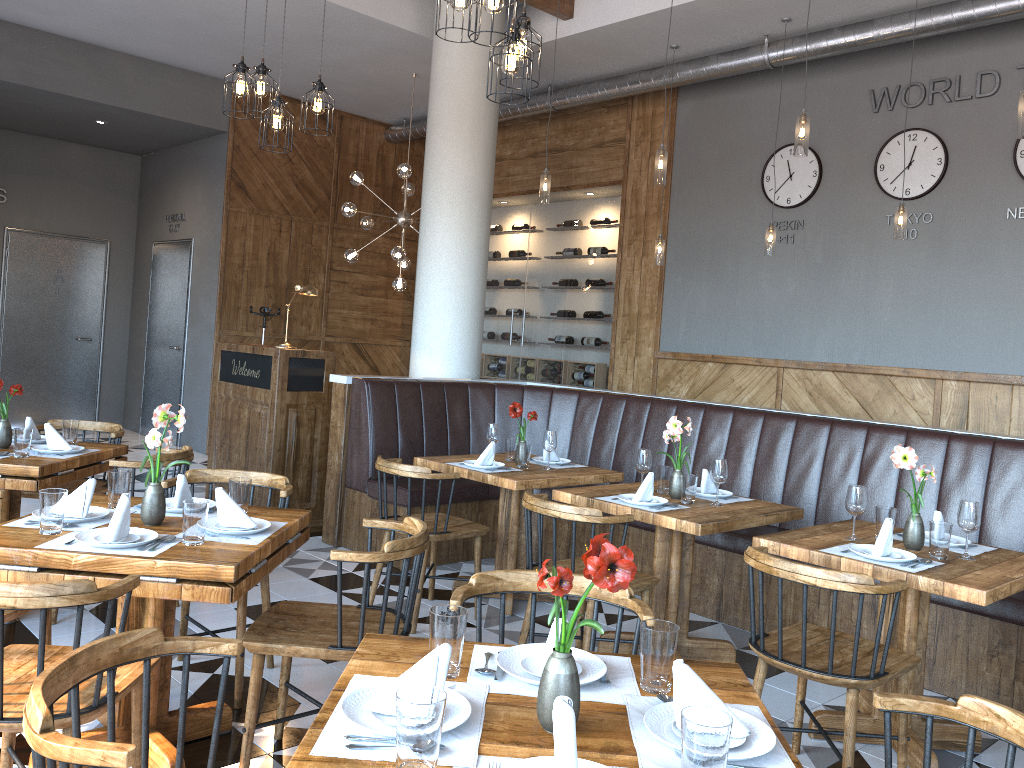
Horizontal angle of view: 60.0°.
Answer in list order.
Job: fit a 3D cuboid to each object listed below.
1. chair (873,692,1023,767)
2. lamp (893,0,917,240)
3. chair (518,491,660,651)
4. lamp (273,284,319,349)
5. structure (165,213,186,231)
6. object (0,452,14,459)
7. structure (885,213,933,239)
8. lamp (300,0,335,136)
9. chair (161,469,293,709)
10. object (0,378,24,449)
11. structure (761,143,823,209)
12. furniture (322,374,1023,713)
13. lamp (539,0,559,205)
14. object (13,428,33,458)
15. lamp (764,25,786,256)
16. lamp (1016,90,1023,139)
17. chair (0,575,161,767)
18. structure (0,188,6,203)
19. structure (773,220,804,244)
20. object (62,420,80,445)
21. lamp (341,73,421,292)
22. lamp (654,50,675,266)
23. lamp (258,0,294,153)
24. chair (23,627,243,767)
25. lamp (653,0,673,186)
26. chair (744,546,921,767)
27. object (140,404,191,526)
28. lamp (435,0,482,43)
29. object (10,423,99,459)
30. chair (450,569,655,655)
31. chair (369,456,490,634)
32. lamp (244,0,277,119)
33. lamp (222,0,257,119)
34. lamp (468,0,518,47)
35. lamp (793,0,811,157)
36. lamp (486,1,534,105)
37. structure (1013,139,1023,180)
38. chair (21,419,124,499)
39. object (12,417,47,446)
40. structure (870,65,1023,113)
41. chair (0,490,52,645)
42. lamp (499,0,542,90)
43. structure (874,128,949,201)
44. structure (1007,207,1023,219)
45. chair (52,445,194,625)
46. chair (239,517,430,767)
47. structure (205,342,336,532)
[{"bbox_3d":[0.697,1.020,1.566,0.550,0.817,0.520,4,1,2],"label":"chair"},{"bbox_3d":[2.724,-1.969,6.068,0.078,1.964,0.078,4,0,-9],"label":"lamp"},{"bbox_3d":[0.303,0.890,3.805,0.549,0.817,0.520,3,1,-43],"label":"chair"},{"bbox_3d":[-1.578,-0.361,6.445,0.170,0.756,0.445,4,1,22],"label":"lamp"},{"bbox_3d":[-4.008,-1.923,10.547,0.025,0.197,0.566,4,2,-43],"label":"structure"},{"bbox_3d":[-2.485,0.255,4.051,0.352,0.137,0.272,4,2,2],"label":"object"},{"bbox_3d":[3.102,-1.232,6.938,0.021,0.199,0.369,4,2,-43],"label":"structure"},{"bbox_3d":[-1.068,-2.495,5.155,0.175,2.070,0.175,4,0,-33],"label":"lamp"},{"bbox_3d":[-1.197,0.793,3.584,0.519,0.817,0.550,4,1,2],"label":"chair"},{"bbox_3d":[-2.505,0.132,4.325,0.171,0.355,0.156,4,1,4],"label":"object"},{"bbox_3d":[2.421,-1.802,7.681,0.046,0.560,0.561,4,1,-43],"label":"structure"},{"bbox_3d":[1.657,0.796,4.338,1.915,1.150,6.600,2,3,-43],"label":"furniture"},{"bbox_3d":[0.304,-2.299,6.512,0.078,1.964,0.078,4,0,-11],"label":"lamp"},{"bbox_3d":[-2.262,0.272,4.092,0.080,0.132,0.080,4,1,-28],"label":"object"},{"bbox_3d":[2.042,-1.965,6.788,0.078,1.964,0.078,4,0,33],"label":"lamp"},{"bbox_3d":[2.497,-2.146,4.184,0.078,1.964,0.078,4,0,-25],"label":"lamp"},{"bbox_3d":[-1.237,0.849,2.295,0.519,0.817,0.550,4,1,2],"label":"chair"},{"bbox_3d":[-6.274,-2.213,10.098,0.915,0.166,0.035,2,2,-43],"label":"structure"},{"bbox_3d":[2.387,-1.317,7.699,0.021,0.197,0.306,4,1,-43],"label":"structure"},{"bbox_3d":[-2.261,0.252,4.533,0.080,0.132,0.080,4,1,-18],"label":"object"},{"bbox_3d":[-1.054,-2.015,8.872,1.187,2.192,1.161,4,1,8],"label":"lamp"},{"bbox_3d":[1.320,-1.992,7.553,0.078,1.964,0.078,4,0,-11],"label":"lamp"},{"bbox_3d":[-1.285,-2.376,5.080,0.175,2.070,0.175,4,0,0],"label":"lamp"},{"bbox_3d":[-0.589,0.926,1.605,0.550,0.817,0.520,4,1,2],"label":"chair"},{"bbox_3d":[1.026,-2.271,5.746,0.078,1.964,0.078,4,0,33],"label":"lamp"},{"bbox_3d":[1.056,0.980,3.003,0.549,0.817,0.520,3,1,-43],"label":"chair"},{"bbox_3d":[-1.159,0.268,2.953,0.146,0.400,0.207,4,1,-32],"label":"object"},{"bbox_3d":[-0.151,-2.461,3.633,0.175,2.070,0.175,4,0,30],"label":"lamp"},{"bbox_3d":[-2.211,0.263,4.313,0.272,0.137,0.352,4,2,2],"label":"object"},{"bbox_3d":[0.074,0.945,2.230,0.519,0.817,0.550,4,1,2],"label":"chair"},{"bbox_3d":[-0.450,0.800,4.608,0.549,0.817,0.520,3,1,-43],"label":"chair"},{"bbox_3d":[-1.426,-2.625,5.249,0.175,2.070,0.175,4,0,0],"label":"lamp"},{"bbox_3d":[-1.485,-2.564,5.048,0.175,2.070,0.175,4,0,-11],"label":"lamp"},{"bbox_3d":[-0.009,-2.387,3.486,0.175,2.070,0.175,4,0,19],"label":"lamp"},{"bbox_3d":[1.708,-2.275,5.027,0.078,1.964,0.078,4,0,-9],"label":"lamp"},{"bbox_3d":[0.057,-2.217,3.687,0.175,2.070,0.175,4,0,30],"label":"lamp"},{"bbox_3d":[3.818,-1.635,6.193,0.046,0.560,0.561,4,1,-43],"label":"structure"},{"bbox_3d":[-2.511,0.636,4.971,0.519,0.817,0.550,4,1,2],"label":"chair"},{"bbox_3d":[-2.474,0.232,4.584,0.352,0.137,0.272,4,2,2],"label":"object"},{"bbox_3d":[3.841,-2.183,6.217,0.033,0.199,2.734,4,2,-43],"label":"structure"},{"bbox_3d":[-1.860,0.774,2.959,0.550,0.817,0.520,4,1,2],"label":"chair"},{"bbox_3d":[0.105,-2.355,3.905,0.175,2.070,0.175,4,0,-3],"label":"lamp"},{"bbox_3d":[3.119,-1.719,6.937,0.046,0.560,0.561,4,1,-43],"label":"structure"},{"bbox_3d":[3.791,-1.210,6.208,0.021,0.080,0.584,4,2,-43],"label":"structure"},{"bbox_3d":[-1.867,0.713,4.297,0.550,0.817,0.520,4,1,2],"label":"chair"},{"bbox_3d":[-0.574,0.868,2.920,0.550,0.817,0.520,4,1,2],"label":"chair"},{"bbox_3d":[-1.775,0.369,6.687,0.644,1.300,1.047,3,1,-43],"label":"structure"}]
